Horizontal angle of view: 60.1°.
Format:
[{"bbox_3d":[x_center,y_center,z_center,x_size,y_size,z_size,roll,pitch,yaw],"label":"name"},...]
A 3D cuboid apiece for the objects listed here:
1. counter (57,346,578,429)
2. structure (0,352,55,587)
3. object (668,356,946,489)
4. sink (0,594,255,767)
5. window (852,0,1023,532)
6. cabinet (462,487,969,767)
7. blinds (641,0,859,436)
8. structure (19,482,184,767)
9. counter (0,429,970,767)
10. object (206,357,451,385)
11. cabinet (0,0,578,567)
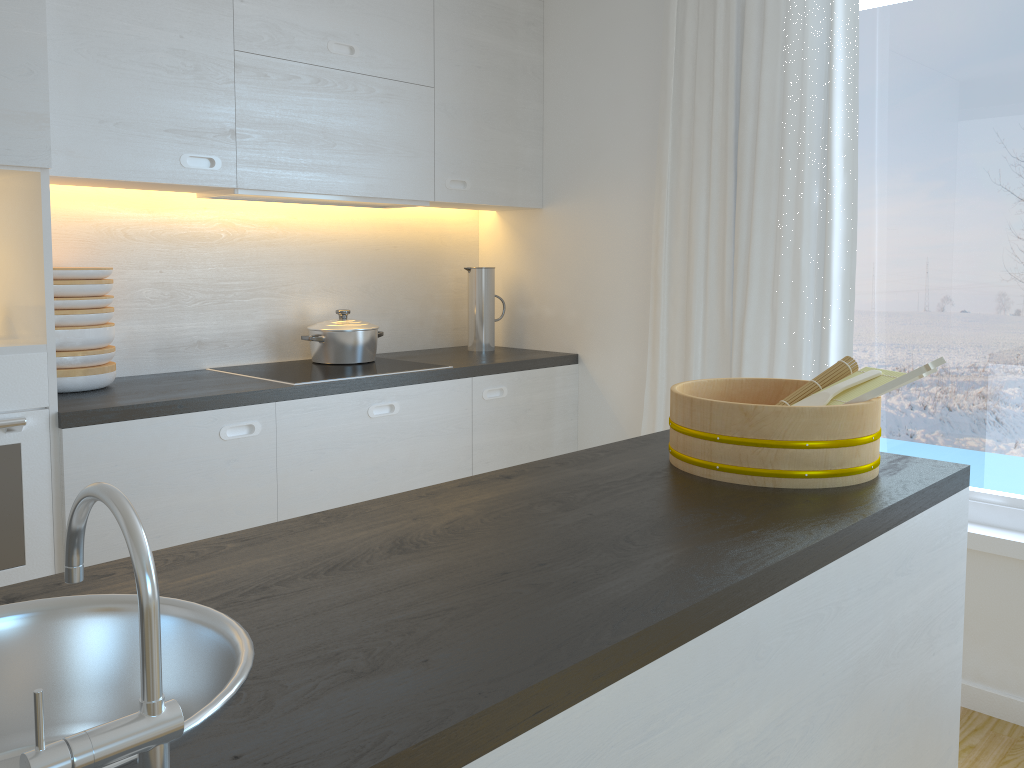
[{"bbox_3d":[-0.639,-0.035,3.121,0.602,0.040,2.007,8,11,43],"label":"counter"},{"bbox_3d":[-1.338,0.245,2.000,0.049,0.593,0.562,4,7,44],"label":"structure"},{"bbox_3d":[0.509,0.043,1.658,0.430,0.213,0.380,-2,7,-18],"label":"object"},{"bbox_3d":[-0.441,0.339,0.797,0.404,0.156,0.406,0,7,-4],"label":"sink"},{"bbox_3d":[1.871,-0.478,2.192,2.735,1.908,0.088,7,8,44],"label":"window"},{"bbox_3d":[-0.199,0.730,1.030,0.602,0.905,2.408,5,9,44],"label":"cabinet"},{"bbox_3d":[0.766,-0.771,2.974,0.797,2.149,0.150,5,6,44],"label":"blinds"},{"bbox_3d":[-0.310,0.182,0.619,0.162,0.214,0.097,6,7,44],"label":"structure"},{"bbox_3d":[-0.198,0.258,0.995,0.602,0.040,2.408,8,11,43],"label":"counter"},{"bbox_3d":[-0.639,-0.053,3.125,0.563,0.013,0.656,8,11,43],"label":"object"},{"bbox_3d":[-1.011,-0.288,2.625,0.482,2.289,3.211,4,8,44],"label":"cabinet"}]
